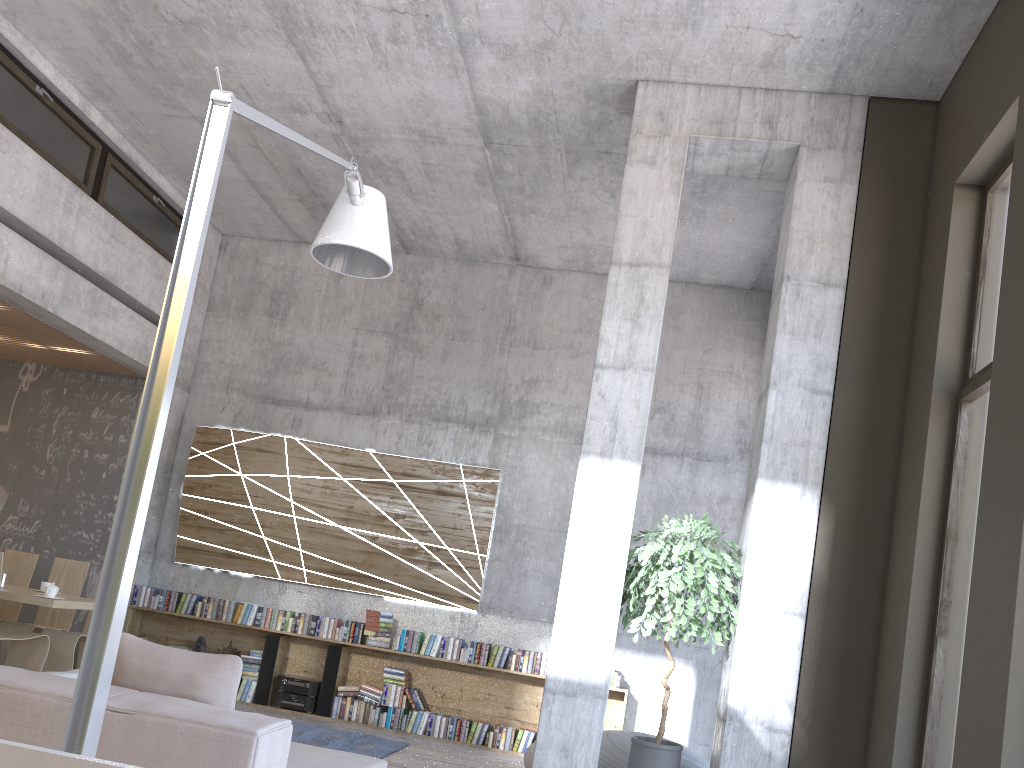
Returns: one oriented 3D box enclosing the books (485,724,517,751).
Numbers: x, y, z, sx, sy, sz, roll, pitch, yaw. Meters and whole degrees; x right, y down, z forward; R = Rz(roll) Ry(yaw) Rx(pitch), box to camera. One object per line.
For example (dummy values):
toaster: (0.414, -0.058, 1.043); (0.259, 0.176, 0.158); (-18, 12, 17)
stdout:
books: (-0.111, 3.535, 8.781); (0.278, 0.216, 0.215); (8, -11, 7)

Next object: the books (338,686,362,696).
books: (-1.657, 3.165, 9.031); (0.233, 0.137, 0.197); (7, -12, 10)

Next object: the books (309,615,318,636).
books: (-2.057, 2.535, 9.189); (0.055, 0.216, 0.194); (8, -10, 9)

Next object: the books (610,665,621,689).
books: (0.945, 2.897, 8.710); (0.276, 0.216, 0.175); (7, -10, 10)

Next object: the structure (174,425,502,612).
structure: (-1.919, 1.398, 9.332); (3.402, 1.504, 0.367); (7, -7, 8)

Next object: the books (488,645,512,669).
books: (-0.124, 2.766, 8.901); (0.199, 0.223, 0.194); (8, -10, 9)

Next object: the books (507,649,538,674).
books: (0.116, 2.794, 8.857); (0.278, 0.216, 0.215); (8, -11, 7)

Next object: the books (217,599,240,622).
books: (-2.998, 2.402, 9.287); (0.155, 0.216, 0.194); (8, -10, 9)

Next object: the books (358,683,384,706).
books: (-1.429, 3.166, 8.940); (0.243, 0.188, 0.158); (8, -10, 9)

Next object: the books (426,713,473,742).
books: (-0.634, 3.472, 8.859); (0.416, 0.215, 0.210); (7, -11, 8)

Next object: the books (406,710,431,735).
books: (-0.939, 3.422, 8.877); (0.199, 0.223, 0.194); (8, -10, 9)

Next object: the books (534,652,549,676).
books: (0.325, 2.812, 8.801); (0.155, 0.216, 0.194); (8, -10, 9)

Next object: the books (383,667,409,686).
books: (-1.187, 3.004, 9.005); (0.238, 0.157, 0.195); (7, -12, 9)

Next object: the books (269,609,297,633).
books: (-2.378, 2.486, 9.196); (0.276, 0.216, 0.175); (7, -10, 10)

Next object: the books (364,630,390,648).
books: (-1.389, 2.627, 9.033); (0.290, 0.147, 0.223); (18, -15, -33)

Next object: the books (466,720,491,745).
books: (-0.336, 3.509, 8.824); (0.199, 0.223, 0.194); (8, -10, 9)

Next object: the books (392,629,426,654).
books: (-1.062, 2.640, 9.013); (0.278, 0.216, 0.215); (8, -11, 7)

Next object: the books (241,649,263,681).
books: (-2.717, 2.953, 9.223); (0.250, 0.316, 0.224); (7, -10, 11)

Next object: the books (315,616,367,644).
books: (-1.776, 2.563, 9.129); (0.488, 0.216, 0.221); (7, -11, 8)

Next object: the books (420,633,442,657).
books: (-0.814, 2.668, 8.967); (0.199, 0.223, 0.194); (8, -10, 9)

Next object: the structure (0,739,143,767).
structure: (-2.031, 0.563, 0.443); (4.414, 0.913, 1.984); (7, -14, 8)

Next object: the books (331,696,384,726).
books: (-1.576, 3.347, 9.013); (0.493, 0.233, 0.249); (7, -11, 8)

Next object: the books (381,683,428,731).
books: (-1.098, 3.305, 8.937); (0.450, 0.439, 0.220); (8, -9, 9)

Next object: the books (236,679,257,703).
books: (-2.744, 3.203, 9.163); (0.199, 0.223, 0.194); (8, -10, 9)

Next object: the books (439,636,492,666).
books: (-0.475, 2.721, 8.939); (0.488, 0.216, 0.221); (7, -11, 8)

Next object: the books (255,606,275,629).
books: (-2.590, 2.459, 9.226); (0.155, 0.216, 0.158); (8, -10, 9)

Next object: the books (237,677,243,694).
books: (-2.894, 3.188, 9.200); (0.074, 0.216, 0.210); (8, -11, 9)

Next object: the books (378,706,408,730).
books: (-1.211, 3.391, 8.927); (0.226, 0.216, 0.221); (8, -11, 9)

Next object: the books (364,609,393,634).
books: (-1.372, 2.452, 9.050); (0.188, 0.206, 0.253); (3, -13, 30)

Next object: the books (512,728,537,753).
books: (0.126, 3.574, 8.788); (0.199, 0.223, 0.194); (8, -10, 9)

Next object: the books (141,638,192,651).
books: (-3.759, 2.869, 9.359); (0.713, 0.256, 0.309); (6, -12, 13)

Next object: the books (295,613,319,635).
books: (-2.159, 2.525, 9.212); (0.155, 0.216, 0.210); (8, -11, 9)
